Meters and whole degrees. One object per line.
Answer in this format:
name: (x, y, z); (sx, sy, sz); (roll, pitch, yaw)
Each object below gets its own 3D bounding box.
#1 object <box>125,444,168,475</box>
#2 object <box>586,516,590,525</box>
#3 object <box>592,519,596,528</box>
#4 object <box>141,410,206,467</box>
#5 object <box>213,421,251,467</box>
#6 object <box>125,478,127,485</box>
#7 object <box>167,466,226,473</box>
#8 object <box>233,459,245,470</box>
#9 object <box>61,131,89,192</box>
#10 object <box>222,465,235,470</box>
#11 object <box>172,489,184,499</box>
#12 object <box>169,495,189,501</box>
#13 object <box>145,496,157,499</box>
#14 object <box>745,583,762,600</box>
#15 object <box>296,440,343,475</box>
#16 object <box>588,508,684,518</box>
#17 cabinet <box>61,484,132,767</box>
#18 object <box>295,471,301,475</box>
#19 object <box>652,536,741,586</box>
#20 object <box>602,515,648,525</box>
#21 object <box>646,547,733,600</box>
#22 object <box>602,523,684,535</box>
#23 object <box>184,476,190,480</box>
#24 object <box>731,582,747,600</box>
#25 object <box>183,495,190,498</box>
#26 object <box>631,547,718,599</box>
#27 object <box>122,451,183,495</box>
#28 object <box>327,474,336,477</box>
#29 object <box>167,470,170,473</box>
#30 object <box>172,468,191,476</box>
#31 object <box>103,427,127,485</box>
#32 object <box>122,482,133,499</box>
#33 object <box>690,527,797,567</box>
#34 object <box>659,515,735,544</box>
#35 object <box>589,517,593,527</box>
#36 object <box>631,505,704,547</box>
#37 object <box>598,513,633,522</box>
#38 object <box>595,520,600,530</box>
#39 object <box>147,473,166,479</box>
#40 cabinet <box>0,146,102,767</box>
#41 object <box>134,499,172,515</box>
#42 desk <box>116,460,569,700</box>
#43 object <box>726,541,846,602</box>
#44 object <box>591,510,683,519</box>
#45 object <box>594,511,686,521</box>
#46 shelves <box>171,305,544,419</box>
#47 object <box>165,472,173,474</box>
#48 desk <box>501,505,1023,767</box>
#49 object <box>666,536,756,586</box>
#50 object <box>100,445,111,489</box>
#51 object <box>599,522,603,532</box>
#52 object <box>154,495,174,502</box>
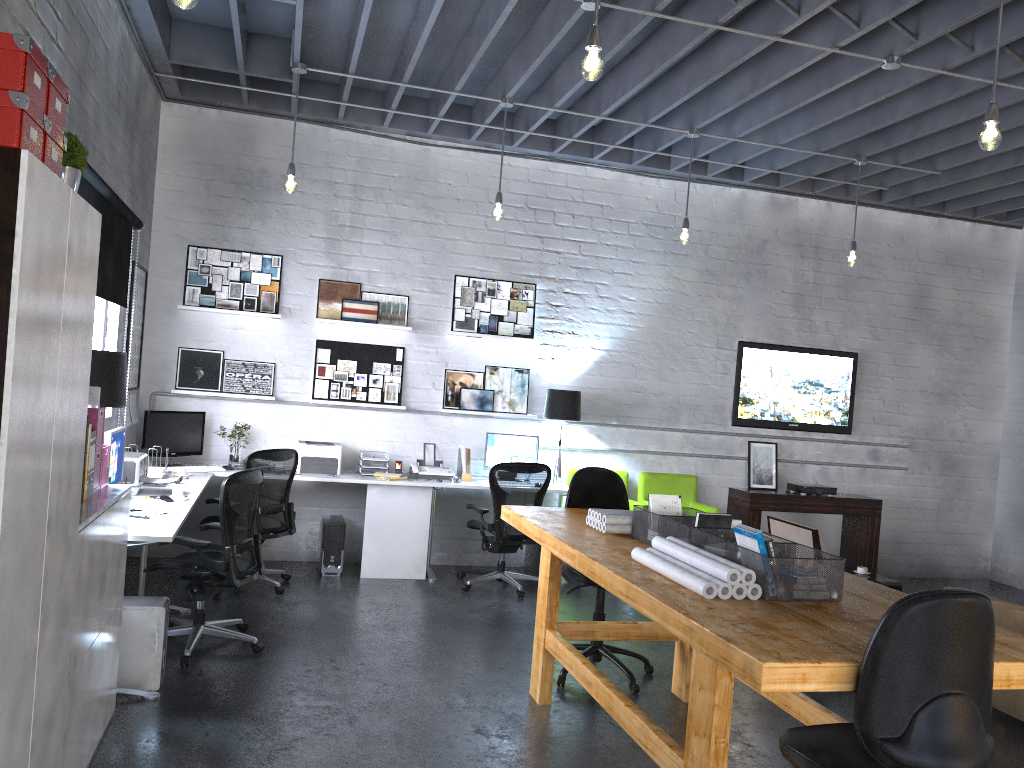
object: (-2.554, 0.535, 6.116); (0.324, 0.208, 0.233); (5, 0, -15)
object: (0.632, 0.710, 4.551); (0.520, 0.047, 0.047); (5, 0, -15)
object: (0.656, 0.711, 4.461); (0.520, 0.047, 0.047); (5, 0, -15)
object: (-2.634, 0.421, 6.878); (0.147, 0.427, 0.560); (5, 0, 22)
object: (-2.244, 0.486, 7.165); (0.271, 0.363, 0.297); (5, 0, 30)
object: (-2.212, 0.596, 5.071); (0.013, 0.124, 0.006); (4, 1, -41)
object: (-2.379, 0.641, 6.683); (0.180, 0.028, 0.422); (4, 0, 35)
object: (-1.987, 0.647, 6.965); (0.279, 0.081, 0.411); (5, 0, -45)
object: (-1.413, -0.675, 2.767); (0.169, 0.240, 0.171); (4, 0, -16)
object: (-2.219, 0.651, 6.922); (0.114, 0.036, 0.058); (4, 0, 25)
object: (-1.959, 0.648, 5.214); (0.078, 0.049, 0.062); (5, 0, -45)
object: (-1.967, 0.672, 5.208); (0.119, 0.016, 0.119); (5, 0, 3)
object: (-2.095, 0.661, 5.165); (0.076, 0.016, 0.017); (5, 0, -25)
object: (0.763, 0.718, 3.390); (0.058, 0.057, 0.635); (5, 0, -15)
object: (-1.591, 0.603, 7.306); (0.351, 0.235, 0.350); (5, 0, -15)
object: (0.641, 0.670, 4.528); (0.520, 0.047, 0.046); (5, 0, -15)
cabinet: (-1.835, 0.957, 3.401); (0.466, 1.021, 1.151); (4, 0, -15)
object: (-1.734, 0.697, 6.992); (0.103, 0.021, 0.131); (5, 0, -35)
object: (0.685, 0.663, 3.368); (0.057, 0.057, 0.635); (5, 0, -15)
object: (0.691, 0.673, 4.340); (0.520, 0.047, 0.046); (5, 0, -17)
object: (0.654, 0.709, 3.361); (0.058, 0.057, 0.635); (5, 0, -15)
object: (0.691, 0.713, 4.326); (0.520, 0.047, 0.047); (5, 0, -15)
object: (-2.270, 0.651, 6.168); (0.071, 0.020, 0.058); (4, 0, 39)
object: (0.708, 0.713, 3.376); (0.057, 0.058, 0.635); (5, 0, -15)
object: (-1.925, 0.671, 5.295); (0.025, 0.021, 0.119); (5, 0, 12)
object: (0.599, 0.705, 3.346); (0.057, 0.058, 0.635); (5, 0, -15)
object: (-2.267, 0.541, 5.401); (0.485, 0.230, 0.420); (5, 0, -15)
object: (-1.430, 0.724, 7.035); (0.075, 0.016, 0.017); (5, 0, 10)
object: (-2.518, 0.636, 6.438); (0.048, 0.012, 0.111); (5, 0, -35)
object: (-2.362, 0.629, 6.343); (0.130, 0.049, 0.130); (5, 0, 2)
object: (-2.209, 0.449, 4.781); (0.212, 0.417, 0.465); (4, 0, -15)
object: (-2.236, 0.612, 5.084); (0.082, 0.090, 0.090); (5, 0, 10)
object: (0.918, 0.682, 3.557); (0.316, 0.156, 0.306); (5, 0, -15)
object: (0.840, 0.677, 3.854); (0.316, 0.156, 0.306); (5, 0, -15)
object: (0.644, 0.710, 4.505); (0.520, 0.047, 0.047); (5, 0, -15)
object: (0.762, 0.673, 4.152); (0.316, 0.156, 0.306); (5, 0, -15)
object: (0.677, 0.672, 4.393); (0.520, 0.047, 0.046); (5, 0, -15)
object: (0.668, 0.712, 4.416); (0.520, 0.047, 0.047); (5, 0, -15)
object: (-2.478, 0.610, 5.787); (0.392, 0.064, 0.259); (5, 0, -15)
cabinet: (-1.436, 0.469, 2.418); (0.291, 2.047, 0.872); (4, 1, -15)
object: (-1.955, 0.665, 4.817); (0.181, 0.028, 0.421); (5, 0, -25)
desk: (-0.921, 1.161, 5.987); (3.576, 0.785, 3.297); (5, 0, -15)
object: (0.997, 0.687, 3.259); (0.316, 0.156, 0.306); (5, 0, -15)
object: (0.653, 0.671, 4.482); (0.520, 0.047, 0.046); (5, 0, -15)
object: (0.665, 0.671, 4.438); (0.520, 0.047, 0.046); (5, 0, -15)
shelves: (-1.228, -0.159, 7.465); (3.025, 0.694, 0.199); (5, 1, -15)
object: (-2.482, 0.635, 6.326); (0.138, 0.020, 0.030); (5, 0, -9)
desk: (0.800, 1.217, 3.848); (1.115, 0.926, 2.831); (5, 0, -15)
object: (0.740, 0.667, 3.383); (0.057, 0.057, 0.635); (5, 0, -15)
object: (-1.885, 0.354, 3.865); (0.214, 0.177, 0.161); (5, 0, -15)
object: (0.680, 0.713, 4.371); (0.520, 0.047, 0.047); (5, 0, -15)
object: (-2.006, 0.658, 5.107); (0.114, 0.036, 0.058); (5, 0, -25)
